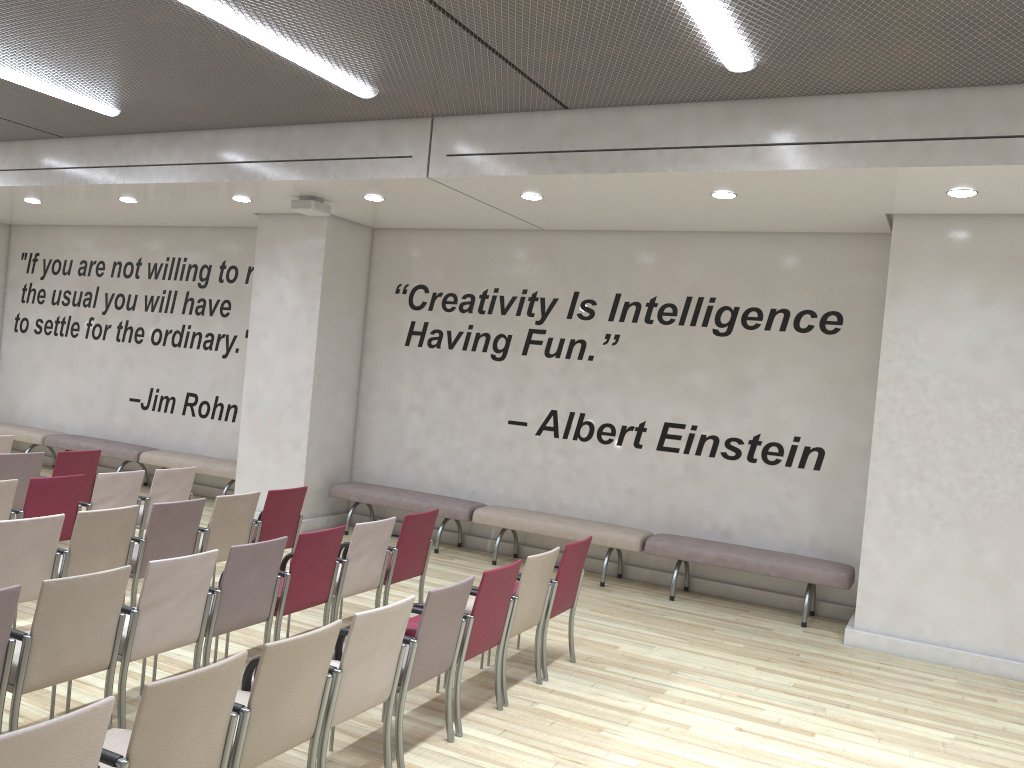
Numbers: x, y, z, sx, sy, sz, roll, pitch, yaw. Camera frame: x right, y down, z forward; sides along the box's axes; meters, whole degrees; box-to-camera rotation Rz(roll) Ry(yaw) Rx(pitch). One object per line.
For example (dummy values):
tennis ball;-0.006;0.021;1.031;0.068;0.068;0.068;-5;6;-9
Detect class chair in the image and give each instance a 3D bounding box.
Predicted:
chair;-1.329;1.348;3.059;0.640;0.890;0.513;6;1;26
chair;-1.088;1.365;3.537;0.640;0.890;0.513;6;1;27
chair;-0.943;1.343;6.555;0.640;0.890;0.513;6;1;26
chair;-5.339;0.916;8.743;0.640;0.890;0.513;6;1;27
chair;-4.491;1.005;7.714;0.640;0.890;0.513;6;1;27
chair;-2.789;1.185;5.621;0.640;0.890;0.513;6;1;26
chair;-3.638;1.095;6.669;0.640;0.890;0.513;6;1;26
chair;-1.198;1.325;6.054;0.640;0.890;0.513;6;1;27
chair;-2.181;1.258;4.095;0.640;0.890;0.513;6;1;27
chair;-2.295;1.219;6.620;0.640;0.890;0.513;6;1;26
chair;-1.697;1.291;5.073;0.640;0.890;0.513;6;1;27
chair;-1.453;1.308;5.568;0.640;0.890;0.513;6;1;26
chair;-2.530;1.203;6.118;0.640;0.890;0.513;6;1;27
chair;-0.845;1.381;4.028;0.640;0.890;0.513;6;1;28
chair;-2.431;1.241;3.611;0.640;0.890;0.513;6;1;26
chair;-1.573;1.332;2.561;0.640;0.890;0.513;6;1;27
chair;-3.141;1.129;7.657;0.640;0.890;0.513;6;1;26
chair;0.151;1.449;6.005;0.640;0.890;0.513;6;1;26
chair;-4.226;1.024;8.206;0.640;0.890;0.513;6;1;27
chair;-0.098;1.432;5.516;0.640;0.890;0.513;6;1;27
chair;-0.590;1.399;4.520;0.640;0.890;0.513;6;1;26
chair;-1.935;1.275;4.587;0.640;0.890;0.513;6;1;27
chair;-3.390;1.112;7.166;0.640;0.890;0.513;6;1;26
chair;-2.049;1.236;7.100;0.640;0.890;0.513;6;1;27
chair;-3.018;1.170;5.138;0.640;0.890;0.513;6;1;27
chair;-3.874;1.080;6.181;0.640;0.890;0.513;6;1;27
chair;-0.342;1.416;5.024;0.640;0.890;0.513;6;1;27

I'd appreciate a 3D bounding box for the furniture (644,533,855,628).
furniture;2.131;1.774;8.109;1.833;0.550;0.530;6;1;27

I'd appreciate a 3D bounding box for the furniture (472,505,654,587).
furniture;0.480;1.614;8.938;1.833;0.550;0.530;6;1;27

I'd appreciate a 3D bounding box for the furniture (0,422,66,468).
furniture;-7.177;0.870;12.781;1.833;0.550;0.530;6;1;27

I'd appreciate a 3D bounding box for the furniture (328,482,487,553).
furniture;-1.175;1.453;9.768;1.833;0.550;0.530;6;1;27

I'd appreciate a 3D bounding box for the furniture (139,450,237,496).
furniture;-3.871;1.191;11.122;1.833;0.550;0.530;6;1;27

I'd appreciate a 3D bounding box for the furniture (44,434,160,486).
furniture;-5.523;1.031;11.950;1.833;0.550;0.530;6;1;27

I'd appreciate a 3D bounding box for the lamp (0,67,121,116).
lamp;-4.387;-2.521;6.639;0.198;0.045;3.304;6;1;27

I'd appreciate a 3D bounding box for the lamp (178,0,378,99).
lamp;-1.850;-2.274;5.366;0.198;0.045;3.304;6;1;27

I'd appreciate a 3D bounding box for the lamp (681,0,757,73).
lamp;0.701;-2.026;4.086;0.198;0.045;3.304;6;1;27
